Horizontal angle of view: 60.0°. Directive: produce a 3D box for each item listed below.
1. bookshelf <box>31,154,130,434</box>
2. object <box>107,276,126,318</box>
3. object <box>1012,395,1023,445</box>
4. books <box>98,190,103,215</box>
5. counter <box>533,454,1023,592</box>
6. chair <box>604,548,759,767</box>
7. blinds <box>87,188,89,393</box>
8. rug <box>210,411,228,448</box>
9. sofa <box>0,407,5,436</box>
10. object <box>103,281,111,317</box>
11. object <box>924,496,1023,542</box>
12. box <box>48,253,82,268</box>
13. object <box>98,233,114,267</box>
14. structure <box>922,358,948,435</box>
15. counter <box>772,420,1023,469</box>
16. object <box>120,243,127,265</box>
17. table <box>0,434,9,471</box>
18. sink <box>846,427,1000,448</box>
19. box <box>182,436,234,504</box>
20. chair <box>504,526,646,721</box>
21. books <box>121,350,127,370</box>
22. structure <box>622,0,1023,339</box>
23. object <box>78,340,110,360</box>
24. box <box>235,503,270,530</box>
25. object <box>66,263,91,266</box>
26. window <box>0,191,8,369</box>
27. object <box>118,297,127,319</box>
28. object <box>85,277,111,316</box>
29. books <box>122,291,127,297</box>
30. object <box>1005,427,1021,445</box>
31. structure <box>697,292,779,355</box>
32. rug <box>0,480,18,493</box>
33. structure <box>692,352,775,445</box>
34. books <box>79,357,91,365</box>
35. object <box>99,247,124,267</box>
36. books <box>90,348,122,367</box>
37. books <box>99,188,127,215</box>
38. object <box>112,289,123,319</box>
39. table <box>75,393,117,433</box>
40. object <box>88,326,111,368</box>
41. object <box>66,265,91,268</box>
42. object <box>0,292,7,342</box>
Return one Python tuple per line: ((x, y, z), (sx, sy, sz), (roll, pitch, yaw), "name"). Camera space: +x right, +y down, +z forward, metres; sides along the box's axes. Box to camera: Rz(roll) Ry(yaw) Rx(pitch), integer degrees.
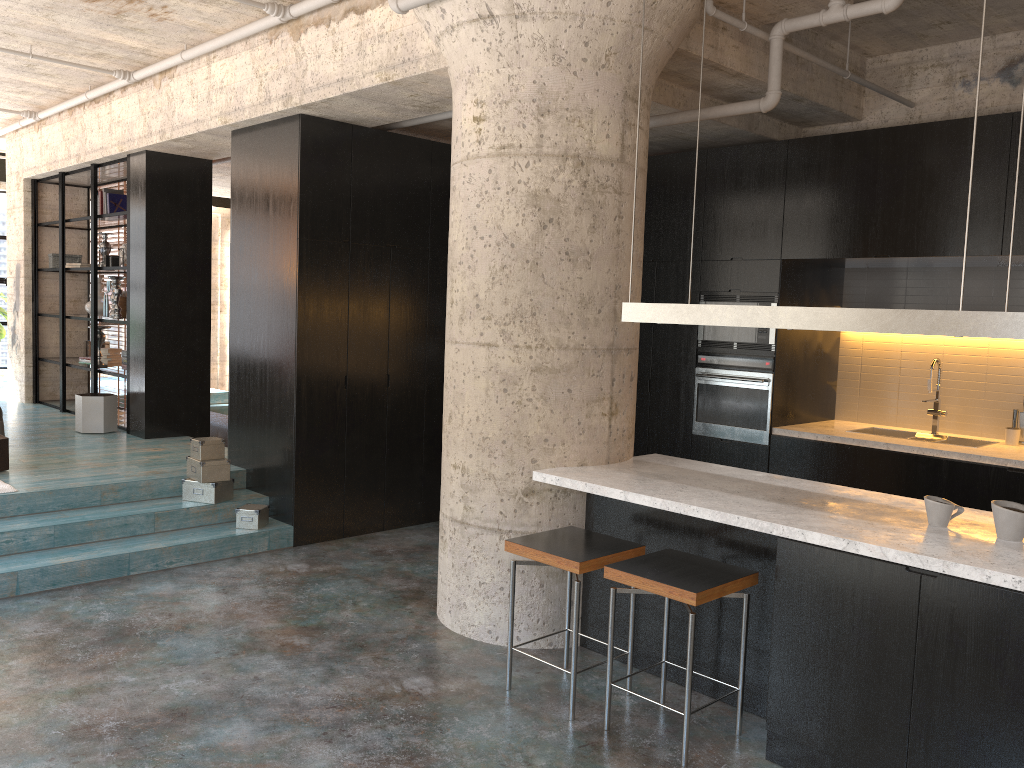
((-4.293, -0.940, 9.396), (0.628, 2.571, 2.900), (-2, 7, -44), "bookshelf")
((-4.214, -0.926, 9.442), (0.191, 0.447, 0.192), (2, 5, 3), "object")
((3.554, 0.251, 6.031), (0.291, 0.336, 0.060), (6, 6, 39), "object")
((-4.249, -1.865, 9.262), (0.216, 0.290, 0.231), (-2, 7, -44), "books")
((1.679, 0.584, 3.471), (1.000, 0.046, 3.500), (-2, 7, -44), "counter")
((0.685, 1.109, 3.684), (0.450, 0.698, 0.450), (-2, 7, -44), "chair")
((-4.049, -0.761, 9.663), (0.136, 3.160, 2.915), (-2, 7, -44), "blinds")
((-3.390, 0.563, 10.377), (0.541, 0.377, 1.759), (-2, 7, -44), "rug")
((-5.044, 0.112, 7.646), (1.019, 0.680, 2.063), (-2, 7, -44), "sofa")
((-4.425, -0.930, 9.700), (0.062, 0.395, 0.121), (-2, 6, -42), "object")
((1.815, 0.505, 3.401), (0.188, 0.133, 0.437), (-2, 7, -43), "object")
((-4.999, -1.368, 9.922), (0.306, 0.157, 0.312), (-1, 6, -34), "box")
((-4.411, -1.437, 9.618), (0.178, 0.394, 0.180), (6, 6, 40), "object")
((3.017, 0.092, 6.354), (0.269, 0.559, 0.125), (-2, 7, -44), "structure")
((3.781, 0.560, 5.295), (1.000, 0.142, 4.360), (-2, 7, -44), "counter")
((-4.103, -1.347, 9.353), (0.131, 0.280, 0.252), (-1, 6, -36), "object")
((-4.062, 0.481, 6.381), (0.616, 0.230, 1.044), (-2, 7, -44), "table")
((2.889, 0.437, 6.280), (0.458, 0.134, 0.890), (-2, 7, -44), "sink")
((-2.168, 0.609, 6.334), (0.331, 0.441, 0.280), (5, 6, 35), "box")
((0.272, 1.064, 4.037), (0.450, 0.698, 0.450), (-2, 7, -44), "chair")
((-3.755, -0.233, 9.010), (0.274, 0.197, 0.393), (-2, 7, -44), "books")
((1.838, -1.211, 3.209), (0.538, 2.100, 3.117), (-2, 7, -44), "structure")
((-4.700, -0.371, 10.036), (0.284, 0.231, 0.335), (-2, 7, -44), "object")
((-1.824, 0.932, 6.238), (0.172, 0.140, 0.187), (3, 5, 8), "box")
((-4.715, -1.303, 9.674), (0.227, 0.024, 0.166), (4, 5, 25), "object")
((-7.483, -1.464, 12.435), (1.780, 2.530, 0.081), (-2, 7, -44), "window")
((-4.065, -0.801, 9.327), (0.189, 0.230, 0.190), (2, 5, 1), "object")
((-4.632, -0.975, 9.919), (0.265, 0.432, 0.265), (2, 5, 0), "object")
((-4.199, -0.869, 9.635), (0.147, 0.299, 0.547), (-2, 7, -44), "books")
((3.408, 0.355, 6.040), (0.092, 0.117, 0.092), (2, 5, -5), "object")
((1.899, -0.474, 6.868), (0.612, 0.450, 0.659), (-2, 7, -44), "structure")
((-6.935, 0.396, 7.446), (2.954, 0.032, 7.768), (-2, 7, -44), "rug")
((1.845, 0.091, 6.882), (0.649, 0.651, 0.664), (-2, 7, -44), "structure")
((-4.545, -0.253, 9.676), (0.319, 0.068, 0.231), (6, 6, 37), "books")
((-4.002, -1.268, 8.903), (0.200, 0.200, 0.409), (-1, 6, -34), "object")
((-4.301, -0.285, 9.444), (0.257, 0.188, 0.306), (3, 5, 11), "books")
((-4.079, -1.848, 9.084), (0.221, 0.298, 0.258), (-2, 7, -44), "books")
((-3.943, -0.797, 8.871), (0.099, 0.301, 0.099), (6, 6, 40), "object")
((-3.904, 0.270, 8.332), (0.365, 0.340, 0.316), (1, 5, -14), "table")
((-4.256, -0.380, 9.152), (0.218, 0.433, 0.218), (6, 6, 38), "object")
((-4.726, -1.275, 9.674), (0.243, 0.034, 0.179), (4, 5, 24), "object")
((-7.242, -0.747, 11.922), (0.921, 1.543, 0.817), (3, 5, 15), "object")
